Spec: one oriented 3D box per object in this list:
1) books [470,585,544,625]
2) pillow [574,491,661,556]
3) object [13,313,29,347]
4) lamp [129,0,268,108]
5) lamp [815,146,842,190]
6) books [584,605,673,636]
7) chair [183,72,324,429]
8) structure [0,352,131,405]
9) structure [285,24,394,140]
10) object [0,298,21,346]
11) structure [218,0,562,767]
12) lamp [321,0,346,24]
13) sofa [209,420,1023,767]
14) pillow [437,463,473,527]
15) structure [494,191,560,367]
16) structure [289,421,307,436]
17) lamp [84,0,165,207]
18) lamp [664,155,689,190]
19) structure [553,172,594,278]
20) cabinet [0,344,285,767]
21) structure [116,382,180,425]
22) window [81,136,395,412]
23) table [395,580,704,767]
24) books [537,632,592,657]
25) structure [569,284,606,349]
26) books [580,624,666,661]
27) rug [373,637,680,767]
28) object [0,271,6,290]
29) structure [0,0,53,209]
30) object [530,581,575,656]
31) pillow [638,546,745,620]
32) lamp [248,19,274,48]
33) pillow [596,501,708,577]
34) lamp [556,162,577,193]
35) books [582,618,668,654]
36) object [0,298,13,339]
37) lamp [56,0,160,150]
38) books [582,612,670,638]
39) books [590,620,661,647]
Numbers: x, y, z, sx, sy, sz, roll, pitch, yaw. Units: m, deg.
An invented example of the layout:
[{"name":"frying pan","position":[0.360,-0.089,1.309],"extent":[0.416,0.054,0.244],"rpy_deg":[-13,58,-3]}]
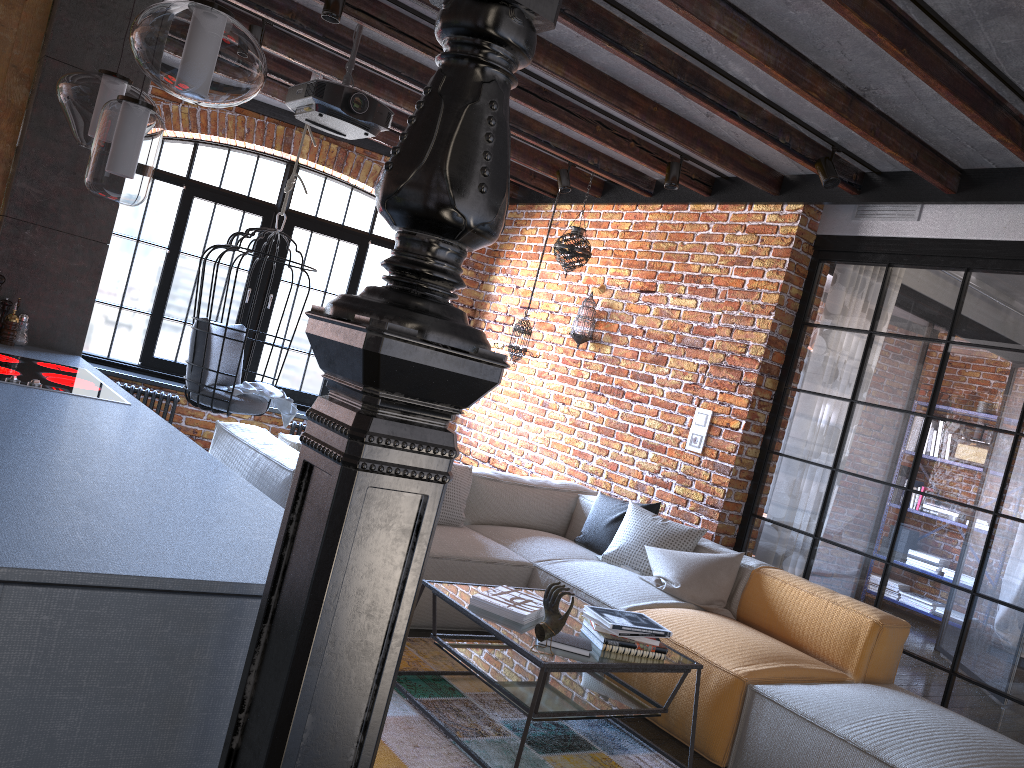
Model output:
[{"name":"books","position":[0.006,0.814,3.287],"extent":[0.225,0.038,0.309],"rpy_deg":[15,1,23]},{"name":"pillow","position":[0.580,0.791,5.003],"extent":[0.263,0.400,0.509],"rpy_deg":[14,1,-42]},{"name":"object","position":[-2.020,-0.225,3.646],"extent":[0.069,0.135,0.069],"rpy_deg":[15,1,33]},{"name":"lamp","position":[-0.808,-1.103,2.442],"extent":[0.364,0.665,0.365],"rpy_deg":[15,1,36]},{"name":"lamp","position":[1.545,-1.049,4.317],"extent":[0.094,0.210,0.150],"rpy_deg":[14,1,-35]},{"name":"books","position":[0.413,0.848,3.176],"extent":[0.268,0.014,0.196],"rpy_deg":[14,1,-25]},{"name":"chair","position":[-1.519,-0.850,5.481],"extent":[0.682,2.221,0.802],"rpy_deg":[15,1,9]},{"name":"structure","position":[-1.630,-0.034,2.980],"extent":[0.504,0.057,0.763],"rpy_deg":[14,1,-37]},{"name":"structure","position":[-0.752,-1.619,4.235],"extent":[0.410,0.816,0.463],"rpy_deg":[14,1,-37]},{"name":"object","position":[-2.014,-0.252,3.584],"extent":[0.058,0.192,0.081],"rpy_deg":[15,1,5]},{"name":"structure","position":[2.035,0.534,4.465],"extent":[0.481,2.394,8.520],"rpy_deg":[15,1,34]},{"name":"lamp","position":[-0.748,-1.661,3.842],"extent":[0.119,0.184,0.082],"rpy_deg":[14,1,-40]},{"name":"sofa","position":[0.329,0.994,3.840],"extent":[2.538,0.697,3.298],"rpy_deg":[14,1,-37]},{"name":"pillow","position":[-0.365,0.551,4.698],"extent":[0.250,0.402,0.544],"rpy_deg":[15,1,36]},{"name":"structure","position":[0.190,-0.815,6.309],"extent":[0.389,1.437,0.338],"rpy_deg":[14,1,-36]},{"name":"structure","position":[-1.250,0.632,6.930],"extent":[1.116,0.476,0.106],"rpy_deg":[14,1,-19]},{"name":"lamp","position":[-1.192,-1.060,2.907],"extent":[0.195,0.955,0.197],"rpy_deg":[15,1,-7]},{"name":"lamp","position":[0.943,-1.227,5.139],"extent":[0.113,0.194,0.085],"rpy_deg":[15,1,24]},{"name":"structure","position":[0.456,-1.085,5.933],"extent":[0.265,0.779,0.273],"rpy_deg":[15,1,3]},{"name":"cabinet","position":[-1.385,0.463,2.510],"extent":[0.607,0.844,2.958],"rpy_deg":[14,1,-37]},{"name":"structure","position":[-2.959,0.191,6.300],"extent":[1.116,0.476,0.106],"rpy_deg":[14,1,-19]},{"name":"window","position":[-1.971,-0.847,7.053],"extent":[3.294,2.233,0.177],"rpy_deg":[14,1,-19]},{"name":"table","position":[0.125,1.061,3.263],"extent":[0.843,0.389,0.848],"rpy_deg":[14,1,-37]},{"name":"books","position":[0.176,0.865,2.988],"extent":[0.182,0.029,0.129],"rpy_deg":[15,1,1]},{"name":"structure","position":[0.511,-0.472,6.104],"extent":[0.169,0.482,0.169],"rpy_deg":[14,1,-37]},{"name":"books","position":[0.395,0.923,3.174],"extent":[0.247,0.024,0.209],"rpy_deg":[15,1,-17]},{"name":"rug","position":[0.076,1.270,2.857],"extent":[1.433,0.013,2.362],"rpy_deg":[14,1,-37]},{"name":"object","position":[-2.070,-0.313,3.519],"extent":[0.061,0.283,0.061],"rpy_deg":[14,1,-23]},{"name":"structure","position":[-3.052,-0.957,4.805],"extent":[0.206,2.381,2.827],"rpy_deg":[14,1,-37]},{"name":"object","position":[0.134,0.754,2.859],"extent":[0.099,0.223,0.093],"rpy_deg":[15,1,3]},{"name":"pillow","position":[0.880,0.924,4.364],"extent":[0.485,0.314,0.358],"rpy_deg":[15,1,6]},{"name":"lamp","position":[-1.339,-1.825,4.667],"extent":[0.116,0.188,0.083],"rpy_deg":[15,1,16]},{"name":"pillow","position":[0.728,0.850,4.699],"extent":[0.495,0.354,0.293],"rpy_deg":[15,1,39]},{"name":"lamp","position":[0.353,-1.386,5.962],"extent":[0.133,0.208,0.090],"rpy_deg":[15,1,21]},{"name":"books","position":[0.402,0.901,3.174],"extent":[0.251,0.023,0.209],"rpy_deg":[15,1,-17]},{"name":"object","position":[-2.085,-0.265,3.627],"extent":[0.048,0.180,0.048],"rpy_deg":[16,1,36]},{"name":"lamp","position":[-1.490,-1.252,3.380],"extent":[0.367,0.747,0.367],"rpy_deg":[15,1,17]},{"name":"books","position":[0.409,0.862,3.176],"extent":[0.268,0.014,0.196],"rpy_deg":[14,1,-38]},{"name":"books","position":[0.401,0.879,3.197],"extent":[0.239,0.023,0.190],"rpy_deg":[15,1,-2]}]
